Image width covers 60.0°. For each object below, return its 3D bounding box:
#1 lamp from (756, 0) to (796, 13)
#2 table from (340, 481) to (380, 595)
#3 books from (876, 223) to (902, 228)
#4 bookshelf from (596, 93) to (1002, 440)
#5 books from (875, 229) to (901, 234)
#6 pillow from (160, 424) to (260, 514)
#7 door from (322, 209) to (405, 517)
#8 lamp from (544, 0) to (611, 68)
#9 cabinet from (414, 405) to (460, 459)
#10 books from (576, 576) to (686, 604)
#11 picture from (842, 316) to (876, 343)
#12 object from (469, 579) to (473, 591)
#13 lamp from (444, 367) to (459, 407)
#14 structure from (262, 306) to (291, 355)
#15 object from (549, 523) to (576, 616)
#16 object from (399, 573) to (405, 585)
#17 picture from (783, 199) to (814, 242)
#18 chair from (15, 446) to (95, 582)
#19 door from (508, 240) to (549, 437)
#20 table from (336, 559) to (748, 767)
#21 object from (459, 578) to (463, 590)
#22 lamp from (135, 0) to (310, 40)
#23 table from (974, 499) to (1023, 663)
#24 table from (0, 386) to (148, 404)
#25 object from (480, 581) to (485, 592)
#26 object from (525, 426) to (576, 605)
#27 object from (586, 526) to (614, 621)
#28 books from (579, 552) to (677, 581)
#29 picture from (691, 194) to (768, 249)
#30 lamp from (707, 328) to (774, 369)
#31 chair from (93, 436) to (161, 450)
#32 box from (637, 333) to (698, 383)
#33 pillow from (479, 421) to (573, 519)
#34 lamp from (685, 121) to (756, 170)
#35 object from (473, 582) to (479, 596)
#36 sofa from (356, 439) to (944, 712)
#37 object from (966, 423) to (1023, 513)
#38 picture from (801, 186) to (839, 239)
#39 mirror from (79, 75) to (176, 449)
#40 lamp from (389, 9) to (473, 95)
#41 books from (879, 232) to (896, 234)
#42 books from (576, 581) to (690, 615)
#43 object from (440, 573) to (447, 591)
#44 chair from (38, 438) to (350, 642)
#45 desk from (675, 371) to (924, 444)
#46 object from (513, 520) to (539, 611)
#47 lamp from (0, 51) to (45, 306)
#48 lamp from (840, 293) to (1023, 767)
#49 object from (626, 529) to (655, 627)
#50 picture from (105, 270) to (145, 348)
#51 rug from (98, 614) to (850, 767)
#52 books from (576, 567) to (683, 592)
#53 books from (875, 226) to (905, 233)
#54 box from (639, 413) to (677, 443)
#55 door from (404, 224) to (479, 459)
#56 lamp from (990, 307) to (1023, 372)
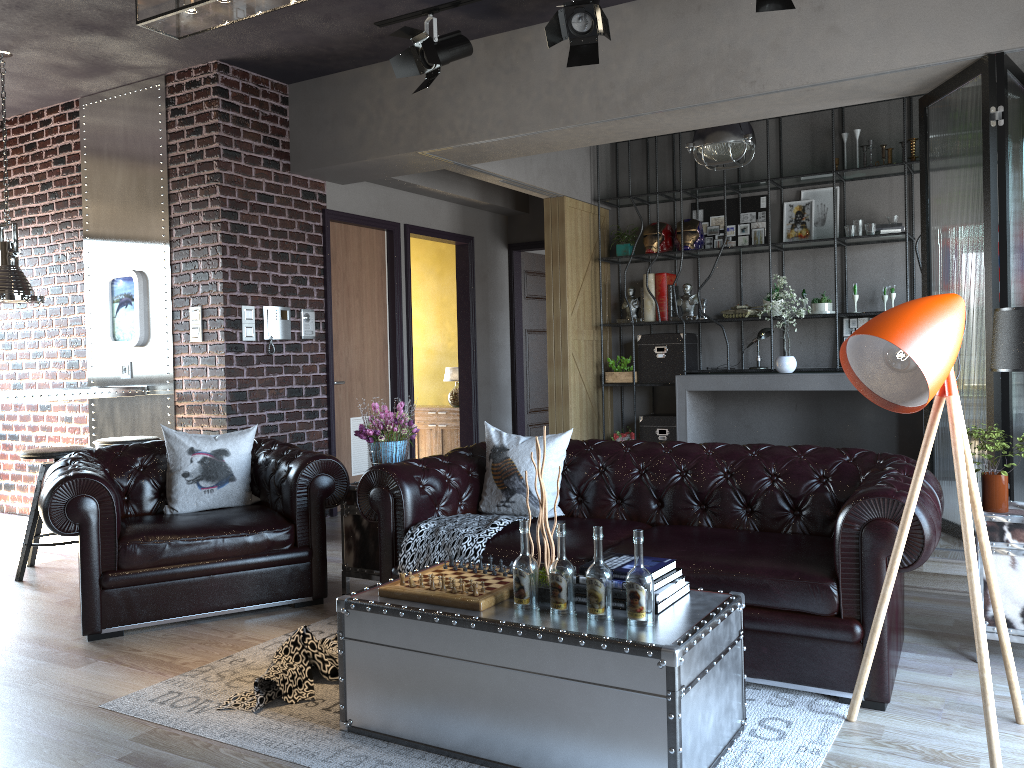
[{"bbox_3d":[1.322,-2.096,4.513,0.359,0.503,0.553,-1,1,11],"label":"lamp"},{"bbox_3d":[-0.668,0.845,4.934,0.417,0.609,0.405,-1,1,31],"label":"table"},{"bbox_3d":[3.247,-1.358,7.659,0.225,0.029,0.179,-1,2,23],"label":"books"},{"bbox_3d":[2.908,-0.851,7.777,4.482,3.282,0.526,-1,1,31],"label":"bookshelf"},{"bbox_3d":[3.248,-1.308,7.666,0.166,0.024,0.227,-1,2,10],"label":"books"},{"bbox_3d":[-1.706,0.465,5.053,0.541,0.502,0.290,-2,1,-22],"label":"pillow"},{"bbox_3d":[-1.343,-0.191,7.787,0.219,2.539,1.003,-1,1,31],"label":"door"},{"bbox_3d":[0.399,-2.079,5.061,0.359,0.525,0.540,-1,1,16],"label":"lamp"},{"bbox_3d":[-0.993,0.625,9.919,1.432,0.750,0.408,0,1,31],"label":"cabinet"},{"bbox_3d":[0.389,0.674,2.987,0.315,0.026,0.270,0,2,31],"label":"books"},{"bbox_3d":[3.253,-0.377,7.803,0.665,0.447,0.051,-1,1,31],"label":"picture"},{"bbox_3d":[-0.139,0.682,3.012,0.017,0.037,0.017,-1,1,24],"label":"object"},{"bbox_3d":[-0.584,0.336,9.672,0.291,1.045,0.441,-1,1,4],"label":"lamp"},{"bbox_3d":[-1.796,-0.409,6.830,0.068,0.370,0.279,-1,1,31],"label":"structure"},{"bbox_3d":[0.161,0.592,2.840,0.088,0.290,0.084,-1,1,36],"label":"object"},{"bbox_3d":[-0.384,0.683,3.106,0.019,0.040,0.019,-1,1,34],"label":"object"},{"bbox_3d":[2.619,-1.468,8.102,0.267,0.414,0.101,-1,1,31],"label":"picture"},{"bbox_3d":[-2.873,0.795,5.623,0.450,0.774,0.450,-2,1,-19],"label":"chair"},{"bbox_3d":[0.748,-0.310,10.084,1.150,2.543,1.129,-1,1,31],"label":"door"},{"bbox_3d":[0.095,0.954,3.040,1.254,0.469,0.684,0,2,31],"label":"table"},{"bbox_3d":[-0.175,0.682,3.032,0.017,0.037,0.017,-1,1,24],"label":"object"},{"bbox_3d":[-1.034,-2.111,3.597,1.277,1.108,0.228,-1,1,31],"label":"lamp"},{"bbox_3d":[2.142,0.816,3.648,0.405,0.609,0.417,-1,1,31],"label":"table"},{"bbox_3d":[-3.409,0.610,6.290,0.656,1.129,1.599,-1,2,31],"label":"table"},{"bbox_3d":[-0.098,0.682,2.989,0.017,0.037,0.017,-1,1,24],"label":"object"},{"bbox_3d":[0.117,0.437,3.035,0.156,0.583,0.185,-1,1,31],"label":"object"},{"bbox_3d":[0.273,0.592,2.774,0.088,0.290,0.084,-1,1,36],"label":"object"},{"bbox_3d":[0.394,0.620,2.997,0.251,0.030,0.236,0,2,32],"label":"books"},{"bbox_3d":[2.079,-1.526,8.504,0.749,0.503,0.058,-1,1,31],"label":"picture"},{"bbox_3d":[2.137,-0.327,8.267,0.205,0.371,0.740,-2,2,-35],"label":"lamp"},{"bbox_3d":[-2.691,0.769,6.227,0.439,0.781,0.439,-1,1,9],"label":"chair"},{"bbox_3d":[1.514,-0.253,8.608,0.489,0.481,0.374,-1,1,31],"label":"box"},{"bbox_3d":[0.060,0.432,4.572,0.528,0.469,0.283,0,1,33],"label":"pillow"},{"bbox_3d":[1.604,-2.251,6.869,0.534,1.149,0.515,-1,1,8],"label":"lamp"},{"bbox_3d":[-0.121,0.682,2.948,0.019,0.040,0.019,-1,1,34],"label":"object"},{"bbox_3d":[0.625,0.723,4.168,2.565,0.838,1.240,0,2,30],"label":"sofa"},{"bbox_3d":[2.008,0.340,3.665,0.297,0.363,0.270,-2,1,-14],"label":"object"},{"bbox_3d":[2.791,-1.521,8.047,0.332,0.514,0.119,-1,1,31],"label":"picture"},{"bbox_3d":[-3.008,-0.585,6.956,1.048,3.460,0.050,-1,1,31],"label":"mirror"},{"bbox_3d":[-0.485,-2.080,5.582,0.559,0.512,0.359,-2,2,-39],"label":"lamp"},{"bbox_3d":[3.253,-1.279,7.657,0.179,0.034,0.243,-1,2,14],"label":"books"},{"bbox_3d":[0.396,0.705,2.998,0.324,0.035,0.306,0,2,31],"label":"books"},{"bbox_3d":[-0.233,0.673,3.015,0.025,0.058,0.025,-2,1,-14],"label":"object"},{"bbox_3d":[-1.781,0.755,4.912,1.493,0.845,1.245,-2,2,-29],"label":"chair"},{"bbox_3d":[2.608,0.345,7.790,2.129,0.885,0.845,0,2,31],"label":"desk"},{"bbox_3d":[0.045,0.593,2.909,0.088,0.290,0.084,-1,1,36],"label":"object"},{"bbox_3d":[-3.515,-1.426,6.166,0.411,1.736,0.411,-2,1,-37],"label":"lamp"},{"bbox_3d":[2.894,0.388,3.296,3.832,1.456,0.583,-2,1,-17],"label":"lamp"},{"bbox_3d":[0.390,0.591,2.705,0.088,0.290,0.084,-1,1,36],"label":"object"},{"bbox_3d":[-3.027,-0.584,6.924,0.412,0.599,0.047,-1,1,31],"label":"picture"},{"bbox_3d":[0.077,1.166,3.681,2.474,0.003,2.255,0,2,31],"label":"rug"},{"bbox_3d":[0.394,0.648,2.997,0.282,0.026,0.266,0,2,33],"label":"books"},{"bbox_3d":[3.259,-1.332,7.660,0.243,0.024,0.175,-1,2,27],"label":"books"},{"bbox_3d":[1.533,0.532,8.619,0.489,0.481,0.374,-1,1,31],"label":"box"},{"bbox_3d":[-1.126,-0.234,9.017,1.098,2.543,1.150,-1,1,31],"label":"door"},{"bbox_3d":[2.152,0.102,3.639,0.333,0.832,0.333,-1,1,33],"label":"lamp"}]
